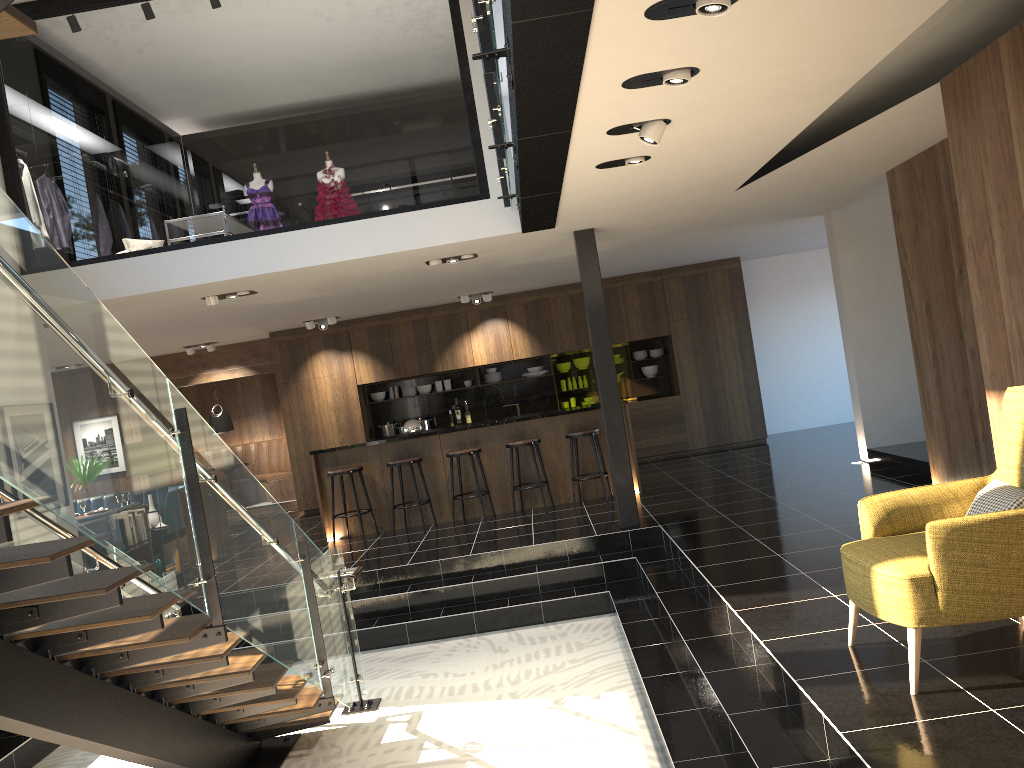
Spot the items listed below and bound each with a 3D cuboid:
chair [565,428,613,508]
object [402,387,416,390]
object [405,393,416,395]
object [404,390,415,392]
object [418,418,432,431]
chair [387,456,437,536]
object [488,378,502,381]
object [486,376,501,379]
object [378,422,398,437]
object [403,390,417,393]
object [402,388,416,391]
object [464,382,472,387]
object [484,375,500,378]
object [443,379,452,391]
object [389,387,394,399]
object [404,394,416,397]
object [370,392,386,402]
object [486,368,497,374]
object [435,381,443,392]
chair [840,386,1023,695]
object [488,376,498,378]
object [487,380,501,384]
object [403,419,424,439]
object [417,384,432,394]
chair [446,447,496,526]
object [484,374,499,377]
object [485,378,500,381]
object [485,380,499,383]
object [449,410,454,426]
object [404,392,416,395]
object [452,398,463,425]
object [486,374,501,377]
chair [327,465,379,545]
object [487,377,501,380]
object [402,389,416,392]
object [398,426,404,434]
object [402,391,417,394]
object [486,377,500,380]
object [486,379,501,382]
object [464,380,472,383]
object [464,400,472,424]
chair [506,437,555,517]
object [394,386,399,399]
[{"bbox_3d":[0.834,0.906,9.691,0.413,0.799,0.412,-9,1,11],"label":"chair"},{"bbox_3d":[-1.560,0.084,13.450,0.220,0.033,0.220,-9,0,-2],"label":"object"},{"bbox_3d":[-1.547,0.164,13.452,0.220,0.033,0.220,-9,0,-2],"label":"object"},{"bbox_3d":[-1.554,0.119,13.451,0.220,0.033,0.220,-9,0,-2],"label":"object"},{"bbox_3d":[-1.351,0.609,13.138,0.279,0.218,0.300,-9,1,34],"label":"object"},{"bbox_3d":[-1.121,1.218,9.737,0.413,0.799,0.412,-9,1,11],"label":"chair"},{"bbox_3d":[-0.286,-0.054,13.501,0.269,0.024,0.269,-9,1,40],"label":"object"},{"bbox_3d":[-0.292,-0.089,13.501,0.269,0.024,0.269,-9,1,40],"label":"object"},{"bbox_3d":[-1.855,0.679,13.356,0.254,0.218,0.236,-10,1,-41],"label":"object"},{"bbox_3d":[-1.552,0.129,13.451,0.220,0.033,0.220,-9,0,-2],"label":"object"},{"bbox_3d":[-1.558,0.096,13.451,0.220,0.033,0.220,-9,0,-2],"label":"object"},{"bbox_3d":[-0.657,0.011,13.440,0.122,0.072,0.122,-9,1,27],"label":"object"},{"bbox_3d":[-0.295,-0.109,13.500,0.269,0.024,0.269,-9,1,40],"label":"object"},{"bbox_3d":[-0.972,0.016,13.423,0.109,0.161,0.109,-9,1,14],"label":"object"},{"bbox_3d":[-1.829,0.139,13.465,0.060,0.185,0.060,-8,1,33],"label":"object"},{"bbox_3d":[-1.545,0.177,13.452,0.220,0.033,0.220,-9,0,-2],"label":"object"},{"bbox_3d":[-2.028,0.200,13.471,0.234,0.138,0.234,-9,1,4],"label":"object"},{"bbox_3d":[-0.312,-0.194,13.498,0.168,0.087,0.168,-9,1,21],"label":"object"},{"bbox_3d":[-1.105,0.037,13.426,0.109,0.161,0.109,-9,1,-16],"label":"object"},{"bbox_3d":[1.966,0.614,3.833,1.030,1.098,0.807,-9,1,0],"label":"chair"},{"bbox_3d":[-0.293,-0.098,13.500,0.269,0.024,0.269,-9,1,40],"label":"object"},{"bbox_3d":[-0.282,-0.027,13.502,0.269,0.024,0.269,-9,1,40],"label":"object"},{"bbox_3d":[-1.110,0.509,9.980,0.227,0.228,0.227,-10,1,-38],"label":"object"},{"bbox_3d":[-1.322,0.090,13.455,0.234,0.138,0.233,-9,1,21],"label":"object"},{"bbox_3d":[-0.469,1.114,9.722,0.413,0.799,0.412,-9,1,11],"label":"chair"},{"bbox_3d":[-0.298,-0.125,13.500,0.269,0.024,0.269,-9,1,40],"label":"object"},{"bbox_3d":[-0.287,-0.062,13.501,0.269,0.024,0.269,-9,1,40],"label":"object"},{"bbox_3d":[-0.283,-0.034,13.502,0.269,0.024,0.269,-9,1,40],"label":"object"},{"bbox_3d":[-0.925,0.541,13.537,0.058,0.287,0.057,-9,1,14],"label":"object"},{"bbox_3d":[-1.549,0.152,13.452,0.220,0.033,0.220,-9,0,-2],"label":"object"},{"bbox_3d":[-0.839,0.444,13.537,0.133,0.451,0.116,-9,1,1],"label":"object"},{"bbox_3d":[-0.296,-0.116,13.500,0.269,0.024,0.269,-9,1,40],"label":"object"},{"bbox_3d":[-1.773,1.322,9.752,0.413,0.799,0.412,-9,1,11],"label":"chair"},{"bbox_3d":[-0.289,-0.071,13.501,0.269,0.024,0.269,-9,1,40],"label":"object"},{"bbox_3d":[-1.556,0.109,13.451,0.220,0.033,0.220,-9,0,-2],"label":"object"},{"bbox_3d":[-1.598,0.677,13.260,0.210,0.143,0.195,-10,1,-41],"label":"object"},{"bbox_3d":[-1.550,0.141,13.452,0.220,0.033,0.220,-9,0,-2],"label":"object"},{"bbox_3d":[-0.291,-0.082,13.501,0.269,0.024,0.269,-9,1,40],"label":"object"},{"bbox_3d":[-0.284,-0.043,13.501,0.269,0.024,0.269,-9,1,40],"label":"object"},{"bbox_3d":[-0.661,-0.014,13.439,0.122,0.072,0.122,-9,1,27],"label":"object"},{"bbox_3d":[-0.678,0.447,13.541,0.077,0.395,0.077,-8,2,43],"label":"object"},{"bbox_3d":[0.182,1.010,9.706,0.413,0.799,0.412,-9,1,11],"label":"chair"},{"bbox_3d":[-1.754,0.127,13.464,0.060,0.185,0.060,-10,1,-30],"label":"object"}]
